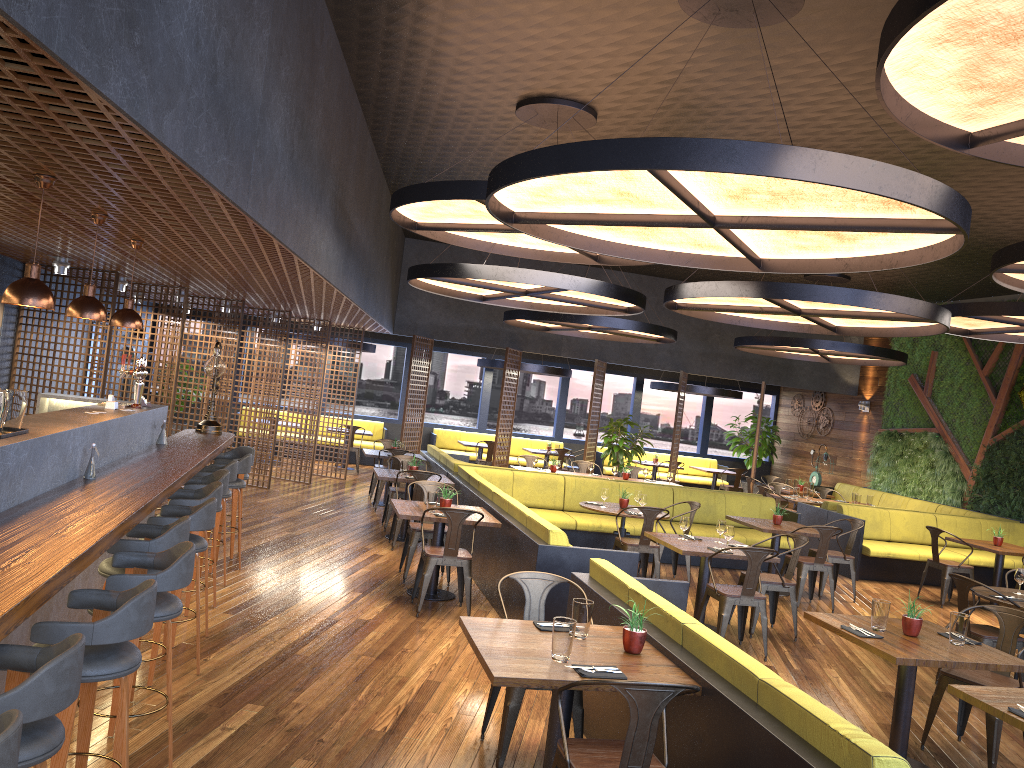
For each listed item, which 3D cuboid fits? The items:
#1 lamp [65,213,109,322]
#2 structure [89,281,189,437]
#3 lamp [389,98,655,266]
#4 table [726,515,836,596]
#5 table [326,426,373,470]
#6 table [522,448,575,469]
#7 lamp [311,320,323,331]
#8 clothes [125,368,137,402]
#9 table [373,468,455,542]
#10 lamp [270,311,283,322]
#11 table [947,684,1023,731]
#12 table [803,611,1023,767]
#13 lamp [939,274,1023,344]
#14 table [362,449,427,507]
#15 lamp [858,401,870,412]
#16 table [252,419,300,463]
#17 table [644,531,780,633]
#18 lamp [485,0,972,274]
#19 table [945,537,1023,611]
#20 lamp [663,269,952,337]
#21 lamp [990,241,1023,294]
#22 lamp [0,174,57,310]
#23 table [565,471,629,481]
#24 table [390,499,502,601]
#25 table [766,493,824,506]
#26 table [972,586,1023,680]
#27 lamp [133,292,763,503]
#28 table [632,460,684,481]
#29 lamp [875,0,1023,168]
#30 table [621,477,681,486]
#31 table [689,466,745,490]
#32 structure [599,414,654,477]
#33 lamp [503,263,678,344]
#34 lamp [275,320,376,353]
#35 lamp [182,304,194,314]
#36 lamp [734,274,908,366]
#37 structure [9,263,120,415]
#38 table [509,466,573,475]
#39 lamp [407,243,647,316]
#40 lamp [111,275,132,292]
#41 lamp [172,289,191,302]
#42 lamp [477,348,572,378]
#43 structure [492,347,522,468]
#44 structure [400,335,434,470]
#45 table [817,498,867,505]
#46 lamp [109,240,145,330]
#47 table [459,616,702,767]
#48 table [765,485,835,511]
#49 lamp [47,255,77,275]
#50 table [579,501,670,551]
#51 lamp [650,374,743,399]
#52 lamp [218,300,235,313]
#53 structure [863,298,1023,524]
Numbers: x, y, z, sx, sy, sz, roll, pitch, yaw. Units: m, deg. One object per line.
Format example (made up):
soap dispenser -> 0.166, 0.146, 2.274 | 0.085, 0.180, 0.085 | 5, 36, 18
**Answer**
lamp -> -2.691, -0.752, 5.690 | 0.250, 0.673, 0.250 | 7, -1, 20
structure -> -4.853, 0.063, 11.307 | 1.319, 2.700, 0.050 | 7, -1, 18
lamp -> 0.338, -1.919, 8.120 | 2.778, 1.159, 2.778 | 7, -1, 38
table -> 3.012, 1.993, 10.148 | 0.887, 0.763, 0.906 | 7, -1, -12
table -> -3.270, 1.294, 17.544 | 0.887, 0.763, 0.906 | 7, -1, -12
table -> 0.705, 1.790, 18.421 | 0.906, 0.763, 0.887 | 7, -1, -12
lamp -> -3.376, -1.004, 15.356 | 0.228, 0.172, 0.228 | 7, -1, -12
clothes -> -7.115, 0.443, 16.657 | 0.401, 1.494, 0.423 | 7, -1, -16
table -> -1.237, 1.476, 10.648 | 0.887, 0.763, 0.906 | 7, -1, -12
lamp -> -3.776, -1.065, 14.188 | 0.228, 0.172, 0.228 | 7, -1, -12
table -> 2.578, 1.879, 3.915 | 0.906, 0.763, 0.887 | 7, -1, -12
table -> 2.302, 1.858, 5.181 | 0.887, 0.763, 0.906 | 7, -1, -12
lamp -> 6.337, -1.161, 10.294 | 2.778, 1.159, 2.778 | 7, -1, -22
table -> -1.816, 1.431, 13.285 | 0.887, 0.763, 0.906 | 7, -1, -12
lamp -> 7.134, 0.451, 18.045 | 0.189, 0.215, 0.215 | 7, -1, -12
table -> -4.627, 1.124, 17.246 | 0.887, 0.763, 0.906 | 7, -1, -12
table -> 1.720, 1.813, 7.923 | 0.906, 0.763, 0.887 | 7, -1, -12
lamp -> 1.307, -1.648, 5.389 | 2.778, 1.475, 2.778 | 6, -1, 42
table -> 5.920, 2.356, 10.787 | 0.887, 0.763, 0.906 | 7, -1, -12
lamp -> 3.039, -1.399, 9.104 | 2.778, 1.475, 2.778 | 7, -1, 37
lamp -> 5.260, -1.328, 6.726 | 2.778, 1.159, 2.778 | 7, -1, -35
lamp -> -2.446, -0.733, 4.563 | 0.250, 0.673, 0.250 | 7, -1, 20
table -> 1.329, 1.821, 13.667 | 0.906, 0.763, 0.887 | 7, -1, -12
table -> -0.664, 1.521, 8.010 | 0.887, 0.763, 0.906 | 7, -1, -12
table -> 4.670, 2.236, 14.246 | 0.887, 0.763, 0.906 | 7, -1, -12
table -> 4.161, 2.103, 7.018 | 1.007, 0.760, 1.007 | 7, -1, -25
lamp -> -1.108, 0.529, 12.707 | 9.057, 2.714, 3.017 | 7, -1, -12
table -> 3.032, 2.081, 18.932 | 0.906, 0.763, 0.887 | 7, -1, -12
lamp -> 2.837, -1.660, 3.119 | 2.778, 1.159, 2.778 | 7, -1, 23
table -> 2.205, 1.930, 13.865 | 0.906, 0.763, 0.887 | 7, -1, -12
table -> 4.389, 2.250, 19.226 | 0.887, 0.763, 0.906 | 7, -1, -12
structure -> 1.956, 1.420, 16.258 | 1.166, 1.763, 0.993 | 7, -1, -42
lamp -> 1.324, -1.560, 14.220 | 2.778, 1.475, 2.778 | 7, -1, -12
lamp -> -3.567, -1.822, 17.576 | 1.979, 2.172, 1.979 | 7, -1, -6
lamp -> -5.404, -1.260, 14.705 | 0.228, 0.172, 0.228 | 7, -1, -12
lamp -> 5.252, -1.147, 14.999 | 2.778, 1.362, 2.778 | 6, -1, 42
structure -> -5.215, 0.007, 10.160 | 1.319, 2.700, 0.050 | 7, -1, 18
table -> 0.450, 1.711, 13.474 | 0.906, 0.763, 0.887 | 7, -1, -12
lamp -> 0.248, -1.730, 10.357 | 2.778, 1.475, 2.778 | 7, -1, -8
lamp -> -4.756, -1.218, 10.775 | 0.228, 0.172, 0.228 | 7, -1, -12
lamp -> -4.440, -1.168, 11.918 | 0.228, 0.172, 0.228 | 7, -1, -12
lamp -> 0.384, -1.328, 18.444 | 1.979, 2.172, 1.979 | 7, -1, 33
structure -> -0.118, 0.694, 16.460 | 0.050, 2.700, 0.852 | 7, -1, 18
structure -> -1.767, 0.488, 16.098 | 0.050, 2.700, 0.852 | 7, -1, 18
table -> 5.574, 2.349, 14.445 | 0.887, 0.763, 0.906 | 7, -1, -12
lamp -> -2.948, -0.772, 6.871 | 0.250, 0.673, 0.250 | 7, -1, 20
table -> 0.225, 1.592, 4.065 | 0.906, 0.763, 0.887 | 7, -1, -12
table -> 5.164, 2.315, 16.083 | 0.887, 0.763, 0.906 | 7, -1, -12
lamp -> -4.659, -1.222, 9.164 | 0.228, 0.172, 0.228 | 7, -1, -12
table -> 1.207, 1.768, 9.865 | 1.007, 0.760, 1.007 | 7, -1, 25
lamp -> 4.115, -0.864, 19.263 | 1.979, 2.172, 1.979 | 7, -1, -27
lamp -> -4.201, -1.128, 13.043 | 0.228, 0.172, 0.228 | 7, -1, -12
structure -> 8.183, 0.727, 13.156 | 0.918, 4.593, 9.182 | 7, -1, -13
